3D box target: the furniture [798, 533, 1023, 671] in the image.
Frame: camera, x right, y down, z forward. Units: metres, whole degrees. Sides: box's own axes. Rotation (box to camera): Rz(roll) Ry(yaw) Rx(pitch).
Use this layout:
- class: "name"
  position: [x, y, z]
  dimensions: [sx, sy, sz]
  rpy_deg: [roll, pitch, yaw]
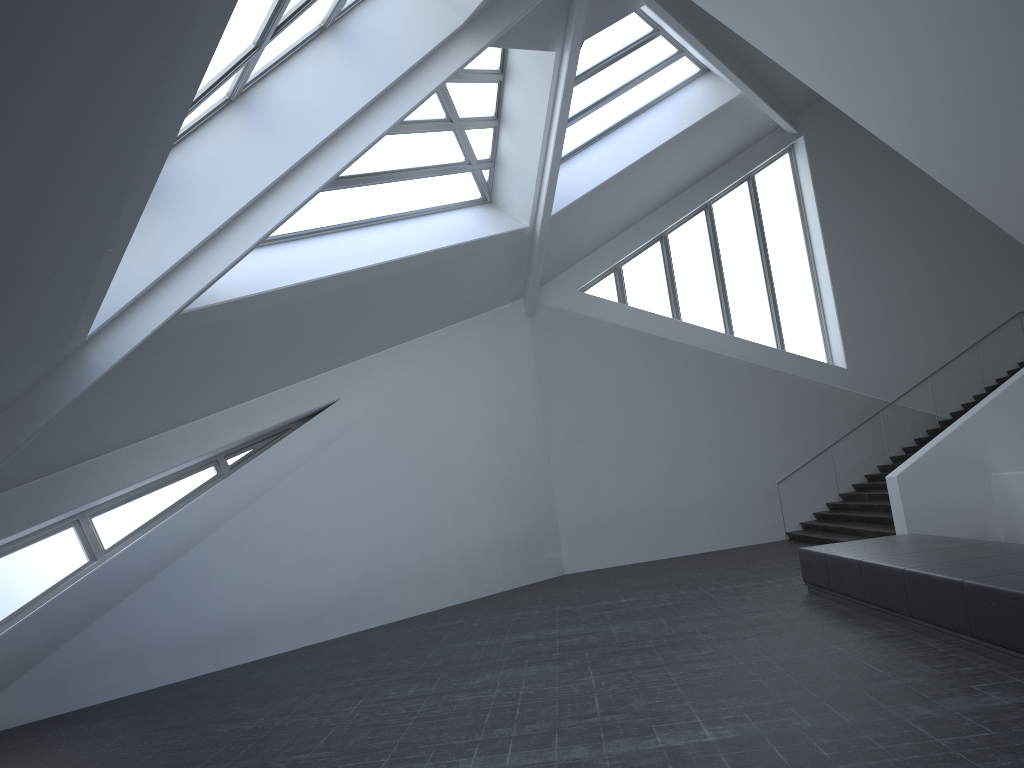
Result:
- class: "furniture"
  position: [4.321, 1.923, 8.502]
  dimensions: [1.488, 0.580, 5.742]
  rpy_deg: [-8, -8, 1]
